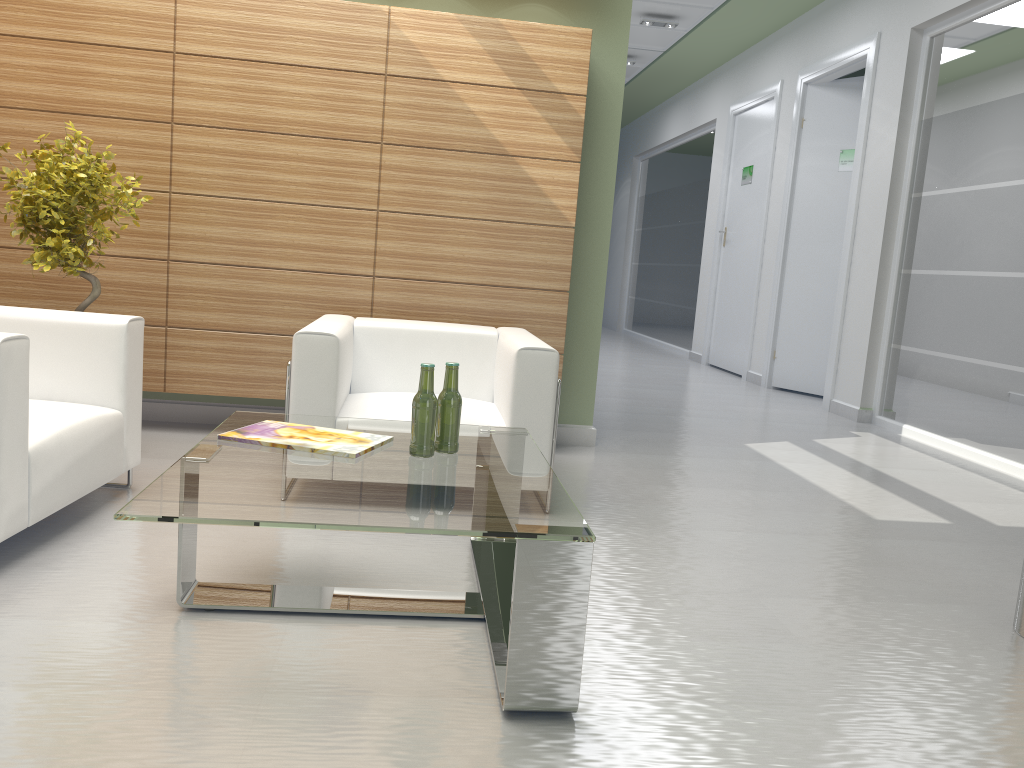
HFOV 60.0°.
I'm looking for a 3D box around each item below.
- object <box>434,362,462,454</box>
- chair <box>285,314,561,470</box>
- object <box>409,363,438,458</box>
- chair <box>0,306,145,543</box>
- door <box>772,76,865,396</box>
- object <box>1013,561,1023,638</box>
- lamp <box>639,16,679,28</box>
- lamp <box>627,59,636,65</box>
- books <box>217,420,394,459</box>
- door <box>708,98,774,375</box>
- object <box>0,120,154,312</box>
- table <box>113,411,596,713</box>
[{"bbox_3d":[-0.328,0.124,4.636,0.131,0.475,0.131,-2,10,-41],"label":"object"},{"bbox_3d":[-0.704,0.177,6.956,1.894,1.234,1.802,4,8,-7],"label":"chair"},{"bbox_3d":[-0.443,0.133,4.502,0.131,0.475,0.131,-2,10,-41],"label":"object"},{"bbox_3d":[-3.380,0.194,5.207,1.769,1.234,1.894,4,8,-2],"label":"chair"},{"bbox_3d":[5.346,-2.313,14.230,0.134,5.083,2.089,-1,9,-36],"label":"door"},{"bbox_3d":[3.011,0.873,4.745,0.483,1.027,0.482,-1,9,-35],"label":"object"},{"bbox_3d":[2.643,-6.520,15.913,0.657,0.159,0.286,4,8,-7],"label":"lamp"},{"bbox_3d":[2.311,-6.961,18.998,0.657,0.159,0.286,4,8,-7],"label":"lamp"},{"bbox_3d":[-1.076,0.285,4.681,0.762,0.025,0.508,6,8,13],"label":"books"},{"bbox_3d":[4.426,-2.802,17.318,0.250,5.083,2.089,4,8,-7],"label":"door"},{"bbox_3d":[-3.457,-0.699,6.731,1.201,2.565,1.116,-1,10,-38],"label":"object"},{"bbox_3d":[-0.706,0.739,4.428,1.783,0.742,2.197,4,8,-7],"label":"table"}]
